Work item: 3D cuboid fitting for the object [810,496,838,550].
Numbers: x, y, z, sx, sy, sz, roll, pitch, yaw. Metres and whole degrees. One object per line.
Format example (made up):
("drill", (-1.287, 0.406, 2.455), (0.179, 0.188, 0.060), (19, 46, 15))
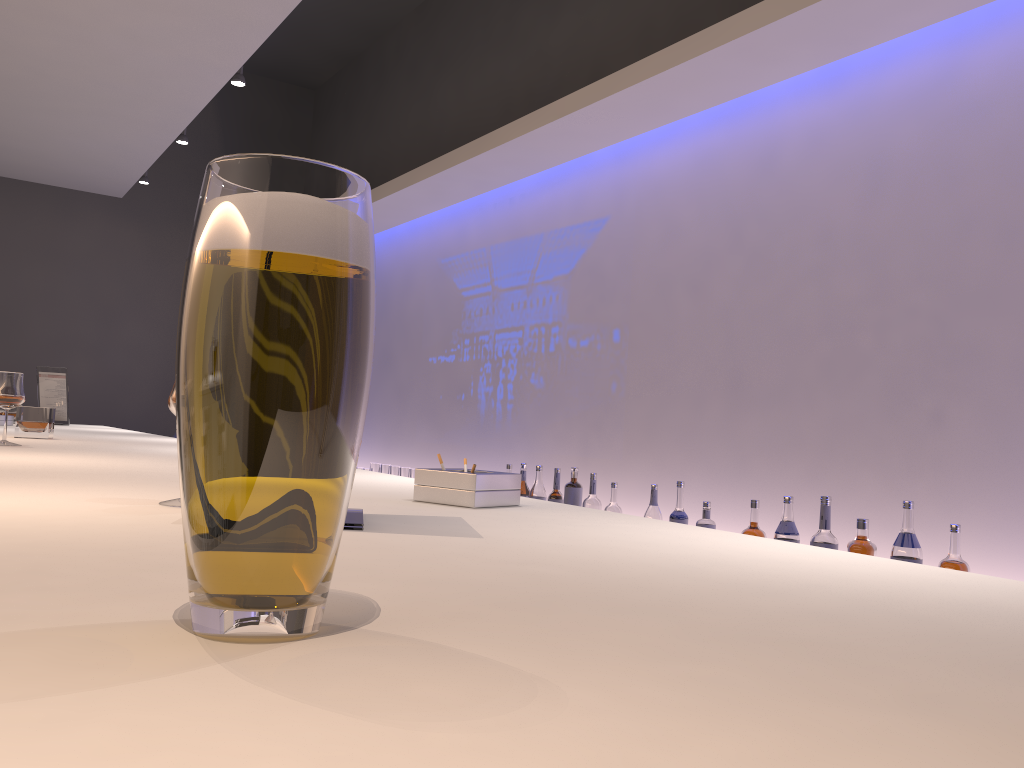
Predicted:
("object", (0.906, 0.494, 2.579), (0.082, 0.332, 0.081), (5, -4, -33))

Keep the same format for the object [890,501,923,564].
("object", (1.049, 0.484, 2.359), (0.079, 0.344, 0.079), (6, -4, -39))

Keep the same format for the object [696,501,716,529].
("object", (0.648, 0.531, 2.975), (0.066, 0.271, 0.066), (4, -3, -18))

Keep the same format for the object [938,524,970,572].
("object", (1.119, 0.506, 2.247), (0.075, 0.298, 0.075), (3, -3, 0))

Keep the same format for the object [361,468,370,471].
("object", (-0.881, 0.606, 5.335), (0.086, 0.196, 0.085), (1, -4, 39))

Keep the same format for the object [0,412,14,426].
("object", (-2.534, 0.168, 4.344), (0.120, 0.084, 0.120), (3, -3, 0))

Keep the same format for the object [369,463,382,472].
("object", (-0.810, 0.584, 5.229), (0.092, 0.236, 0.092), (1, -4, 36))

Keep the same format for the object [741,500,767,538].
("object", (0.761, 0.515, 2.801), (0.082, 0.297, 0.082), (3, -3, 14))

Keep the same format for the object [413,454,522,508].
("object", (-0.069, 0.154, 1.393), (0.120, 0.084, 0.120), (1, -4, 35))

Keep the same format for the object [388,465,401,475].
("object", (-0.671, 0.581, 5.013), (0.092, 0.236, 0.092), (1, -4, 36))

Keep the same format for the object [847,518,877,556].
("object", (0.973, 0.518, 2.472), (0.077, 0.280, 0.077), (4, -3, -4))

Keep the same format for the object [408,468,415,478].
("object", (-0.532, 0.578, 4.798), (0.092, 0.236, 0.092), (1, -4, 36))

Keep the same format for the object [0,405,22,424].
("object", (-2.753, 0.164, 4.868), (0.099, 0.104, 0.099), (4, -3, -18))

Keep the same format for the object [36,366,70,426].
("object", (-2.663, 0.070, 5.139), (0.171, 0.332, 0.115), (4, -3, -4))

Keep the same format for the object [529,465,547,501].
("object", (0.109, 0.515, 3.814), (0.081, 0.328, 0.081), (3, -3, 10))

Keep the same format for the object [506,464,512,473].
("object", (-0.021, 0.524, 4.014), (0.091, 0.318, 0.090), (4, -3, -3))

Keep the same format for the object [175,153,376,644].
("object", (-0.132, 0.013, 0.491), (0.105, 0.259, 0.105), (6, -4, -38))

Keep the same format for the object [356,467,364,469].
("object", (-0.941, 0.608, 5.428), (0.086, 0.196, 0.085), (1, -4, 39))

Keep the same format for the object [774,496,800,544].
("object", (0.833, 0.502, 2.692), (0.079, 0.320, 0.080), (1, -4, 43))

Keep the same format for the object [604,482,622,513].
("object", (0.384, 0.525, 3.386), (0.071, 0.296, 0.071), (4, -3, -4))

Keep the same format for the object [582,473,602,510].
("object", (0.314, 0.513, 3.497), (0.077, 0.324, 0.077), (1, -4, 36))

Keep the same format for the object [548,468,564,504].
("object", (0.181, 0.515, 3.701), (0.072, 0.326, 0.072), (3, -3, 3))

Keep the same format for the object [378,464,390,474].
("object", (-0.741, 0.583, 5.121), (0.092, 0.236, 0.092), (1, -4, 36))

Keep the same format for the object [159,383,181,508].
("object", (-0.393, 0.055, 1.120), (0.085, 0.196, 0.086), (2, -3, 21))

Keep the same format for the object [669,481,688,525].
("object", (0.579, 0.504, 3.086), (0.068, 0.329, 0.068), (5, -3, -25))

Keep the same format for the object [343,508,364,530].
("object", (-0.222, -0.007, 1.042), (0.115, 0.332, 0.171), (4, -3, -10))

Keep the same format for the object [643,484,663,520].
("object", (0.506, 0.516, 3.197), (0.071, 0.307, 0.071), (3, -3, 9))

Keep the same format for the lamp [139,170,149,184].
("lamp", (-2.256, -1.916, 5.567), (0.062, 1.328, 0.062), (3, -3, 7))

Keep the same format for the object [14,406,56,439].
("object", (-1.598, 0.130, 2.973), (0.099, 0.104, 0.099), (4, -3, -18))

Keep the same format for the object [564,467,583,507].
("object", (0.246, 0.508, 3.603), (0.074, 0.336, 0.074), (5, -4, -33))

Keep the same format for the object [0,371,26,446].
("object", (-1.351, 0.066, 2.372), (0.086, 0.196, 0.085), (1, -4, 39))

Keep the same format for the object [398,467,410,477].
("object", (-0.602, 0.579, 4.906), (0.092, 0.236, 0.092), (1, -4, 36))

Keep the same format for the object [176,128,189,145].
("object", (-1.693, -1.929, 4.695), (0.062, 1.328, 0.062), (2, -4, 29))

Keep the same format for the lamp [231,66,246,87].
("lamp", (-1.130, -1.943, 3.823), (0.062, 1.328, 0.062), (6, -4, -38))

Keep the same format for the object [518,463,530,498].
("object", (0.043, 0.516, 3.917), (0.065, 0.331, 0.065), (5, -4, -32))
